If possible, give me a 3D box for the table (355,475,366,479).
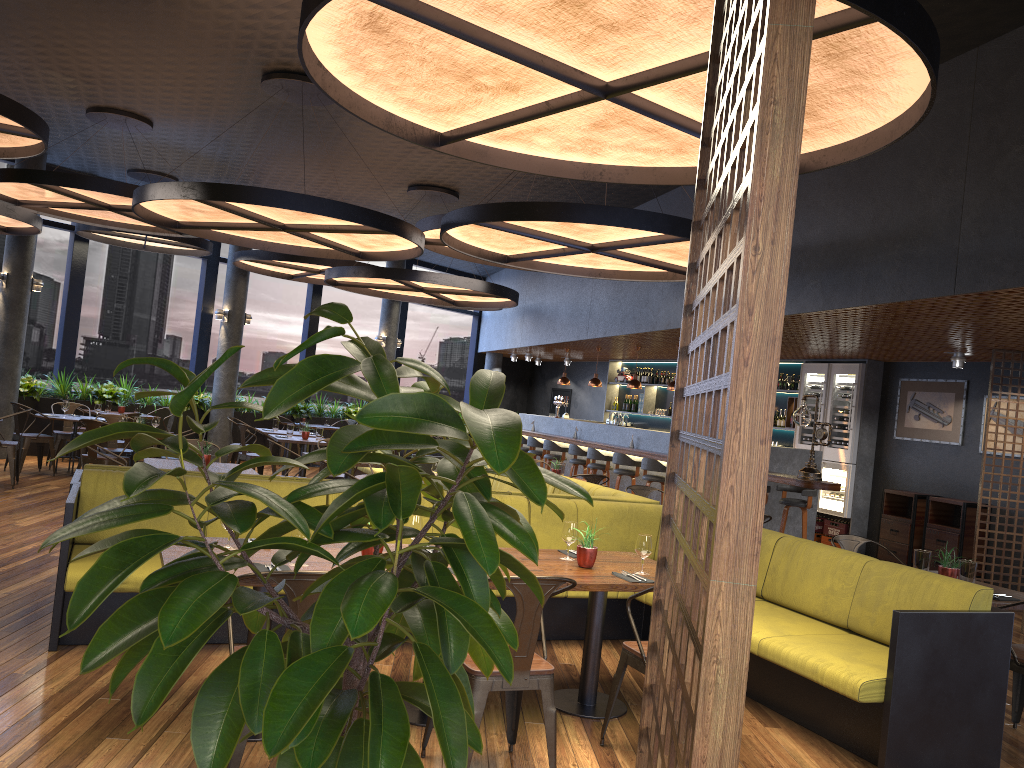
[{"bbox_3d":[-0.991,1.285,8.224,1.007,0.760,1.007,6,-1,14],"label":"table"}]

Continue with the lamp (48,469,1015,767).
[{"bbox_3d":[2.061,0.585,5.950,9.057,2.714,3.017,7,-1,-24],"label":"lamp"}]

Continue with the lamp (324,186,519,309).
[{"bbox_3d":[-1.214,-2.023,12.776,2.778,1.475,2.778,5,-1,31],"label":"lamp"}]

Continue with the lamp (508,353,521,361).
[{"bbox_3d":[0.044,-0.609,20.229,0.228,0.172,0.228,7,-1,-24],"label":"lamp"}]

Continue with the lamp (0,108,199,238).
[{"bbox_3d":[-4.791,-2.631,10.691,2.778,1.159,2.778,5,-2,44],"label":"lamp"}]

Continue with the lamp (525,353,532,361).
[{"bbox_3d":[0.363,-0.591,19.458,0.228,0.172,0.228,7,-1,-24],"label":"lamp"}]

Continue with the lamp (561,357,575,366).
[{"bbox_3d":[1.223,-0.497,19.504,0.228,0.172,0.228,7,-1,-24],"label":"lamp"}]

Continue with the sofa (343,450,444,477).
[{"bbox_3d":[-1.999,1.217,13.711,0.966,0.914,3.061,7,-1,-24],"label":"sofa"}]

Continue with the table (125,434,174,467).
[{"bbox_3d":[-4.451,0.958,10.429,1.007,0.760,1.007,7,-1,-36],"label":"table"}]

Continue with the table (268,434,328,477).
[{"bbox_3d":[-2.988,1.162,12.599,0.887,0.763,0.906,7,-1,-24],"label":"table"}]

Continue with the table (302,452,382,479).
[{"bbox_3d":[-1.877,1.228,10.025,0.906,0.763,0.887,7,-1,-24],"label":"table"}]

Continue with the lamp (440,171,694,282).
[{"bbox_3d":[0.804,-1.903,8.115,2.778,1.475,2.778,7,-1,-20],"label":"lamp"}]

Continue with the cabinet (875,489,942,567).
[{"bbox_3d":[4.999,1.874,11.233,0.473,1.007,0.553,7,-1,-24],"label":"cabinet"}]

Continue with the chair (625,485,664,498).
[{"bbox_3d":[1.327,1.462,8.516,0.504,0.917,0.541,7,-1,-23],"label":"chair"}]

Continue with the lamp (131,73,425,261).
[{"bbox_3d":[-2.183,-2.212,8.790,2.778,1.475,2.778,6,-1,25],"label":"lamp"}]

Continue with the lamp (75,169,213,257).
[{"bbox_3d":[-5.636,-2.717,13.783,1.979,1.093,1.979,5,-1,30],"label":"lamp"}]

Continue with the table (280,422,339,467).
[{"bbox_3d":[-3.798,1.164,16.789,0.887,0.763,0.906,5,-2,41],"label":"table"}]

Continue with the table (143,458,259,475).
[{"bbox_3d":[-2.707,1.087,7.588,0.887,0.763,0.906,7,-1,-24],"label":"table"}]

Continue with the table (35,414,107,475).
[{"bbox_3d":[-5.925,0.832,11.984,1.007,0.760,1.007,7,-1,-30],"label":"table"}]

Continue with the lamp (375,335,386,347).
[{"bbox_3d":[-2.712,-0.886,18.080,0.215,0.215,0.189,6,-1,27],"label":"lamp"}]

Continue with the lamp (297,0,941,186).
[{"bbox_3d":[0.508,-2.020,4.114,2.778,1.475,2.778,7,-1,-23],"label":"lamp"}]

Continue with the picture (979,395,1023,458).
[{"bbox_3d":[5.862,0.495,10.195,0.028,0.697,1.039,7,-1,-24],"label":"picture"}]

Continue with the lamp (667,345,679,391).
[{"bbox_3d":[2.461,-0.235,13.199,0.250,0.673,0.250,6,-1,9],"label":"lamp"}]

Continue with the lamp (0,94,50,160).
[{"bbox_3d":[-5.146,-2.748,6.979,2.778,1.159,2.778,7,-1,-34],"label":"lamp"}]

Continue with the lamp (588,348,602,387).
[{"bbox_3d":[1.478,-0.293,15.444,0.250,0.673,0.250,6,-1,9],"label":"lamp"}]

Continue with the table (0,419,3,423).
[{"bbox_3d":[-6.387,0.741,10.043,1.007,0.760,1.007,5,-1,34],"label":"table"}]

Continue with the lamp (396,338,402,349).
[{"bbox_3d":[-2.394,-0.842,18.543,0.189,0.215,0.215,7,-2,-45],"label":"lamp"}]

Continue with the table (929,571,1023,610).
[{"bbox_3d":[2.650,1.620,5.470,0.887,0.763,0.906,7,-1,-24],"label":"table"}]

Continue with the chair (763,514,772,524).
[{"bbox_3d":[1.826,1.492,7.374,0.504,0.917,0.541,7,-1,-23],"label":"chair"}]

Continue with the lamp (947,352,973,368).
[{"bbox_3d":[5.134,-0.271,10.197,0.228,0.172,0.228,7,-1,-24],"label":"lamp"}]

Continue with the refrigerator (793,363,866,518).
[{"bbox_3d":[4.559,0.770,12.615,0.454,2.109,1.159,7,-1,-24],"label":"refrigerator"}]

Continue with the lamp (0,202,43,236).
[{"bbox_3d":[-7.233,-2.790,10.843,2.778,1.362,2.778,5,-1,35],"label":"lamp"}]

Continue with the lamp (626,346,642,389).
[{"bbox_3d":[1.998,-0.262,14.256,0.250,0.673,0.250,6,-1,9],"label":"lamp"}]

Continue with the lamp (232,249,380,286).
[{"bbox_3d":[-3.123,-2.366,14.708,2.778,1.159,2.778,6,-1,12],"label":"lamp"}]

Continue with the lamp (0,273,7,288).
[{"bbox_3d":[-7.417,-1.507,12.746,0.215,0.215,0.189,5,-1,29],"label":"lamp"}]

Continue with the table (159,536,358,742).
[{"bbox_3d":[-1.183,1.177,4.104,0.906,0.763,0.887,7,-1,-24],"label":"table"}]

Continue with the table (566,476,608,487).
[{"bbox_3d":[0.480,1.491,10.413,0.887,0.763,0.906,7,-1,-24],"label":"table"}]

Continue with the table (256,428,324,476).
[{"bbox_3d":[-3.509,1.131,13.785,0.906,0.763,0.887,7,-1,-24],"label":"table"}]

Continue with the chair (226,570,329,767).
[{"bbox_3d":[-0.867,1.117,3.402,0.504,0.917,0.541,7,-1,-23],"label":"chair"}]

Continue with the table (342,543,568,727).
[{"bbox_3d":[-0.362,1.274,4.471,0.906,0.763,0.887,7,-1,-24],"label":"table"}]

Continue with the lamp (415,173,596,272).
[{"bbox_3d":[0.315,-2.088,10.300,2.778,1.159,2.778,6,-1,27],"label":"lamp"}]

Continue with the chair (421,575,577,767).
[{"bbox_3d":[-0.048,1.213,3.763,0.504,0.917,0.541,7,-1,-23],"label":"chair"}]

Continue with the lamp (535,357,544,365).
[{"bbox_3d":[0.617,-0.533,20.888,0.228,0.172,0.228,7,-1,-24],"label":"lamp"}]

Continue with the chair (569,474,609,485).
[{"bbox_3d":[0.758,1.429,9.853,0.504,0.917,0.541,7,-1,-23],"label":"chair"}]

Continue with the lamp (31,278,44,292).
[{"bbox_3d":[-7.073,-1.460,13.196,0.215,0.215,0.189,5,-2,44],"label":"lamp"}]

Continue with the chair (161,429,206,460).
[{"bbox_3d":[-3.963,0.936,10.647,0.541,0.917,0.504,7,-1,-23],"label":"chair"}]

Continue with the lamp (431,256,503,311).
[{"bbox_3d":[-1.109,-2.145,17.696,1.979,1.093,1.979,5,-1,30],"label":"lamp"}]

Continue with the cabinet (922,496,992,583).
[{"bbox_3d":[5.278,1.890,10.597,0.473,1.007,0.553,7,-1,-24],"label":"cabinet"}]

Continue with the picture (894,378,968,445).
[{"bbox_3d":[5.356,0.341,11.385,0.028,0.809,1.039,7,-1,-24],"label":"picture"}]

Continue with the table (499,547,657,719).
[{"bbox_3d":[0.463,1.370,4.835,0.906,0.763,0.887,7,-1,-24],"label":"table"}]

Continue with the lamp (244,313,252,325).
[{"bbox_3d":[-4.742,-1.152,15.863,0.215,0.215,0.189,5,-2,42],"label":"lamp"}]

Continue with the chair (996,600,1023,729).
[{"bbox_3d":[2.924,1.559,4.922,0.504,0.917,0.541,7,-1,-23],"label":"chair"}]

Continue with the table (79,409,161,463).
[{"bbox_3d":[-6.230,0.842,13.998,0.887,0.763,0.906,5,-2,41],"label":"table"}]

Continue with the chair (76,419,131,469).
[{"bbox_3d":[-4.584,0.854,9.925,0.504,0.917,0.541,6,-1,16],"label":"chair"}]

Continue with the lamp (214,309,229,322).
[{"bbox_3d":[-5.079,-1.198,15.414,0.215,0.215,0.189,5,-1,34],"label":"lamp"}]

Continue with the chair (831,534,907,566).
[{"bbox_3d":[2.433,1.529,6.045,0.504,0.917,0.541,7,-1,-23],"label":"chair"}]

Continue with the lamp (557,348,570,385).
[{"bbox_3d":[0.999,-0.322,16.537,0.250,0.673,0.250,7,-1,-36],"label":"lamp"}]

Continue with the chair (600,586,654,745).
[{"bbox_3d":[0.777,1.310,4.127,0.504,0.917,0.541,7,-1,-23],"label":"chair"}]

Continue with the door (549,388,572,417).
[{"bbox_3d":[1.087,1.129,20.929,0.137,2.056,1.012,7,-1,-24],"label":"door"}]
